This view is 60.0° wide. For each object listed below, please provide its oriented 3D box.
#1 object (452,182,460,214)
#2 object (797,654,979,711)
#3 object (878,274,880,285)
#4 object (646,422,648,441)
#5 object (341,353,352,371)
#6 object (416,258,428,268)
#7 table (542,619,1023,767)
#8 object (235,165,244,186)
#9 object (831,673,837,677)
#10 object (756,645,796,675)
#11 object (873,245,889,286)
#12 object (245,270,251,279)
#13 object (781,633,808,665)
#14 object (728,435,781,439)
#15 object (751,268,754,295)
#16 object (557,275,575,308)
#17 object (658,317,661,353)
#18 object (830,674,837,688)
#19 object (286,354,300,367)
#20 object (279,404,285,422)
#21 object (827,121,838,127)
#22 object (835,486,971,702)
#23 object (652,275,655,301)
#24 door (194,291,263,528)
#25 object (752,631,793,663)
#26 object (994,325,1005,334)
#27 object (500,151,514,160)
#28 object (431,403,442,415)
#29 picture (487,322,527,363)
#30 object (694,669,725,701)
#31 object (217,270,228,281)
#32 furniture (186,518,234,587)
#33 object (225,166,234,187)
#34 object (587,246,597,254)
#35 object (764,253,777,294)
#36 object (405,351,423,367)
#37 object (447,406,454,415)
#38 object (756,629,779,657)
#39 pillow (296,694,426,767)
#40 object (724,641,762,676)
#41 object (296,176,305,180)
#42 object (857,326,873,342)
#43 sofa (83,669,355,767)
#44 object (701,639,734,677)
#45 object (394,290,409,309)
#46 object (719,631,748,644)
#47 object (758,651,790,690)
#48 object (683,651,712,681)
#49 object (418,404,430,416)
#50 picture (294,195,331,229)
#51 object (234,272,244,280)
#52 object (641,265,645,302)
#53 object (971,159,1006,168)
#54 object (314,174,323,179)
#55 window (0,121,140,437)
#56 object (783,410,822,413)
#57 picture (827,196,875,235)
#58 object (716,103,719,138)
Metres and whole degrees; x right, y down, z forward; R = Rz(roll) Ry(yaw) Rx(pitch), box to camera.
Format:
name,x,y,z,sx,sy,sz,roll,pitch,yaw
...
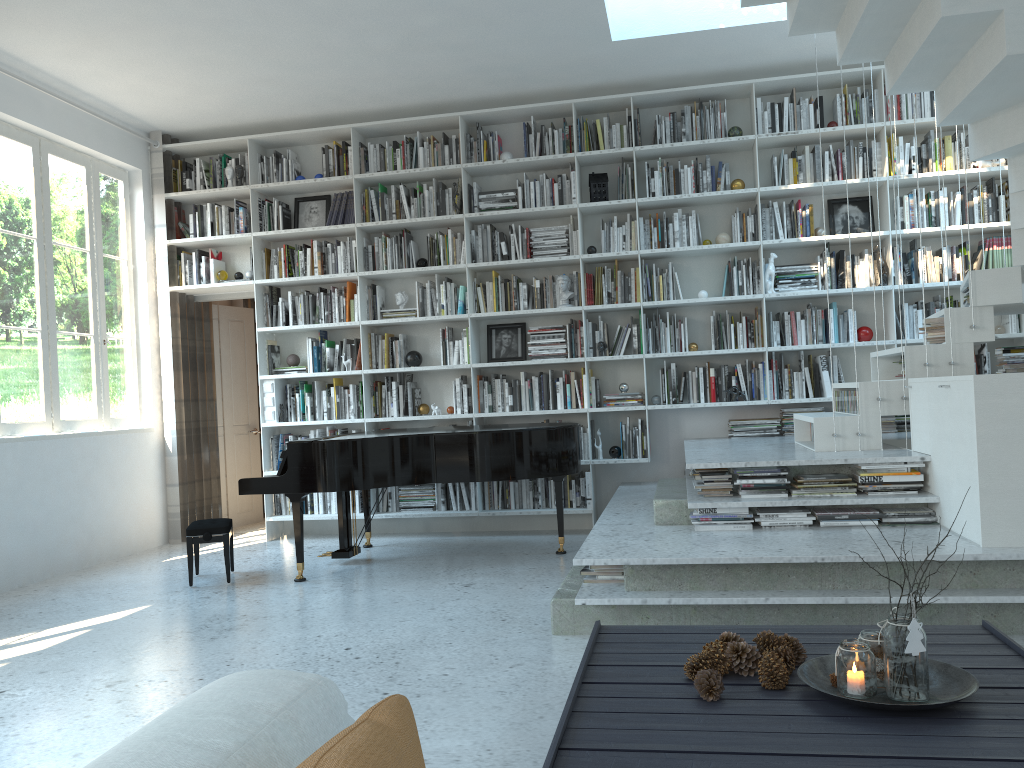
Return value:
name,x,y,z,sx,sy,sz,roll,pitch,yaw
object,-0.411,-1.371,6.593,0.075,0.255,0.075,-3,0,-10
object,0.959,0.768,2.277,0.429,0.038,0.429,-2,-1,-39
object,2.545,-0.765,6.171,0.022,0.211,0.179,-3,-1,11
object,0.984,0.398,6.397,0.011,0.260,0.142,-3,0,11
object,-1.257,-0.166,6.741,0.081,0.140,0.044,-3,0,-5
object,-0.680,-0.910,6.750,0.097,0.098,0.097,-2,-1,-30
table,0.804,0.898,2.370,1.270,0.218,1.257,-3,-1,11
object,-2.123,-1.610,6.913,0.067,0.198,0.067,-3,0,-37
object,0.862,0.781,2.358,0.030,0.027,0.026,-3,-1,-22
object,0.740,0.774,2.484,0.106,0.086,0.091,-3,-1,25
object,2.516,-0.801,6.036,0.075,0.288,0.087,-2,0,-44
object,-2.073,-0.862,7.017,0.071,0.072,0.071,-3,-1,-12
object,0.814,0.771,2.576,0.086,0.101,0.078,-3,-1,-15
object,1.728,0.374,6.334,0.345,0.007,0.193,-3,-1,6
object,1.717,-0.719,6.357,0.014,0.208,0.130,-3,0,11
object,0.385,-0.670,6.449,0.137,0.244,0.138,-3,0,-24
object,1.080,-0.348,6.476,0.007,0.266,0.135,-3,0,11
object,0.847,0.777,2.320,0.035,0.035,0.030,-3,-1,34
object,-1.719,-0.183,6.969,0.105,0.106,0.105,-3,-1,-12
object,-1.783,0.226,6.862,0.045,0.146,0.045,-3,0,-41
object,2.219,-1.783,6.139,0.071,0.072,0.071,-2,-1,-30
object,0.941,0.524,2.193,0.309,0.522,0.435,-3,-1,41
object,1.034,-0.685,6.466,0.013,0.208,0.140,-3,0,11
door,-2.205,0.251,7.645,0.834,1.981,0.786,-3,0,11
object,0.754,0.766,2.550,0.097,0.102,0.099,-3,-1,-19
object,3.325,-0.366,6.049,0.071,0.072,0.071,-2,-1,-30
object,-0.040,-1.682,6.621,0.105,0.106,0.104,-3,-1,-12
object,-0.570,0.189,6.697,0.060,0.095,0.078,-3,-1,27
picture,-0.040,-0.310,6.723,0.300,0.300,0.077,-3,0,11
object,0.513,0.786,2.311,0.081,0.083,0.098,-3,-1,16
object,-2.296,-0.858,7.031,0.087,0.088,0.087,-2,-1,-30
furniture,-1.817,1.000,5.358,0.240,0.353,0.467,-3,-1,-14
object,-2.203,-1.606,6.928,0.067,0.198,0.067,-3,0,-37
object,0.580,-0.969,6.447,0.071,0.072,0.071,-2,-1,-30
object,1.794,-0.764,6.153,0.075,0.288,0.087,-2,0,-44
object,-0.751,-0.188,6.786,0.134,0.135,0.133,-2,-1,-30
object,-0.462,0.199,6.700,0.061,0.062,0.061,-2,-1,-30
object,0.769,0.783,2.660,0.078,0.084,0.098,-3,-1,11
pillow,-0.121,0.390,0.451,0.200,0.339,0.462,-3,-1,5
object,0.649,0.771,2.497,0.108,0.108,0.094,-3,-1,-22
object,-1.652,-1.587,6.937,0.082,0.083,0.082,-3,-1,-12
object,2.451,-0.343,6.169,0.115,0.116,0.115,-3,-1,-12
sofa,0.698,0.543,0.288,2.195,0.854,0.871,-3,-1,11
object,0.580,0.780,2.516,0.110,0.101,0.114,-3,-1,-7
object,-0.850,-0.647,6.824,0.095,0.157,0.121,-3,-1,24
object,0.640,0.764,2.573,0.090,0.106,0.097,-3,-1,32
object,0.702,0.774,2.382,0.083,0.100,0.092,-3,-1,16
object,0.518,0.791,2.472,0.082,0.085,0.082,-3,-1,25
object,-0.675,0.196,6.784,0.091,0.092,0.091,-3,-1,-12
picture,-1.578,-1.338,7.009,0.300,0.300,0.077,-3,0,11
object,-2.173,-0.856,7.057,0.071,0.072,0.071,-3,-1,-12
object,0.964,-0.718,6.495,0.013,0.283,0.135,-3,0,11
object,3.178,-1.499,5.921,0.203,0.137,0.095,-3,-1,27
object,-1.498,-1.595,6.908,0.082,0.083,0.082,-3,-1,-12
window,-3.095,-0.660,5.910,0.073,2.009,1.983,-3,-1,11
object,2.054,0.194,6.284,0.254,0.006,0.161,-3,-1,11
picture,2.394,-1.169,6.260,0.300,0.300,0.077,-3,0,11
object,1.478,-1.856,6.380,0.006,0.298,0.129,-3,0,11
